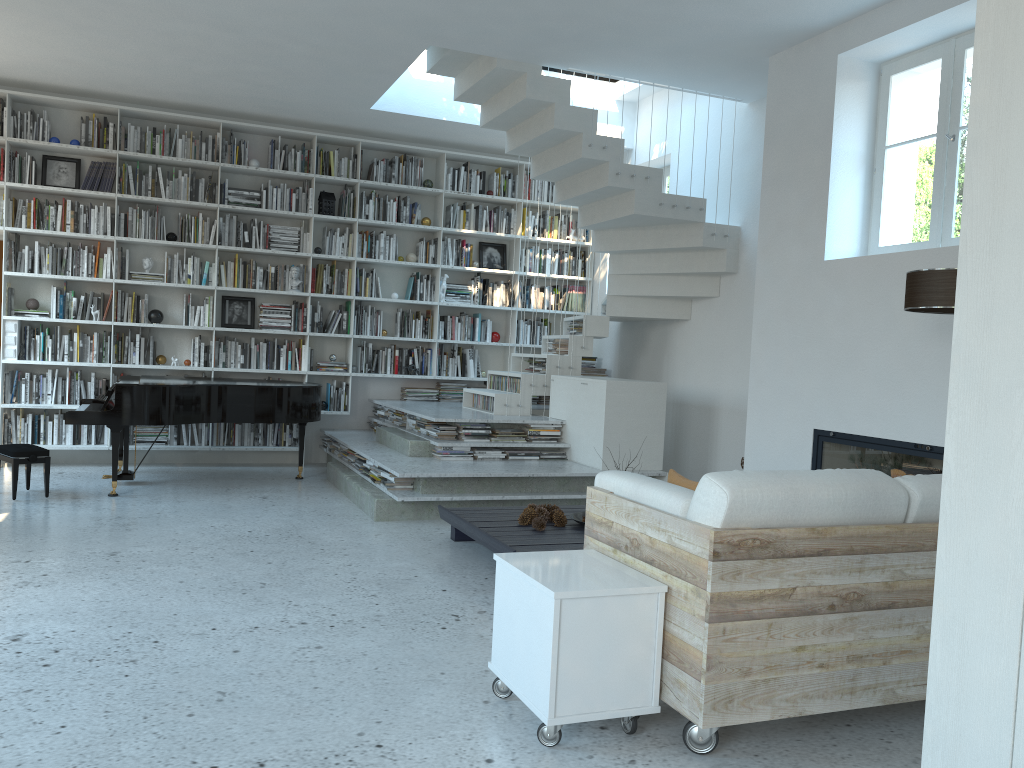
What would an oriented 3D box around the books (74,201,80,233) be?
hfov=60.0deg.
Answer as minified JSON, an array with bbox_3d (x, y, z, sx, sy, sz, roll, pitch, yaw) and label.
[{"bbox_3d":[-3.790,-1.438,7.727,0.025,0.286,0.161,2,3,-22],"label":"books"}]

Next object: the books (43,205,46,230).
[{"bbox_3d":[-4.020,-1.419,7.641,0.012,0.230,0.149,2,3,-22],"label":"books"}]

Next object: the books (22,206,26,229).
[{"bbox_3d":[-4.151,-1.405,7.562,0.026,0.195,0.175,2,3,-22],"label":"books"}]

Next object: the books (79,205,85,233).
[{"bbox_3d":[-3.755,-1.424,7.745,0.029,0.261,0.157,2,3,-22],"label":"books"}]

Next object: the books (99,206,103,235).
[{"bbox_3d":[-3.613,-1.422,7.804,0.024,0.266,0.155,2,3,-22],"label":"books"}]

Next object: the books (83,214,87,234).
[{"bbox_3d":[-3.733,-1.386,7.754,0.022,0.186,0.136,2,3,-22],"label":"books"}]

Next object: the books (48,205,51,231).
[{"bbox_3d":[-3.981,-1.416,7.646,0.011,0.229,0.170,2,3,-22],"label":"books"}]

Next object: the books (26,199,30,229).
[{"bbox_3d":[-4.139,-1.439,7.582,0.010,0.263,0.150,2,3,-22],"label":"books"}]

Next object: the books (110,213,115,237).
[{"bbox_3d":[-3.505,-1.385,7.802,0.039,0.202,0.235,2,3,-22],"label":"books"}]

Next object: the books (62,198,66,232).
[{"bbox_3d":[-3.884,-1.451,7.688,0.014,0.304,0.151,2,3,-22],"label":"books"}]

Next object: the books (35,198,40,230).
[{"bbox_3d":[-4.064,-1.443,7.597,0.011,0.277,0.164,2,3,-22],"label":"books"}]

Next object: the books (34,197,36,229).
[{"bbox_3d":[-4.083,-1.446,7.601,0.020,0.281,0.164,2,3,-22],"label":"books"}]

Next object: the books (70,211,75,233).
[{"bbox_3d":[-3.807,-1.393,7.693,0.029,0.195,0.192,2,3,-22],"label":"books"}]

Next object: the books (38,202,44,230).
[{"bbox_3d":[-4.045,-1.429,7.625,0.047,0.250,0.134,2,3,-22],"label":"books"}]

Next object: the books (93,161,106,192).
[{"bbox_3d":[-3.609,-1.795,7.762,0.097,0.283,0.174,2,3,-22],"label":"books"}]

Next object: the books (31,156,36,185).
[{"bbox_3d":[-4.086,-1.800,7.569,0.012,0.255,0.166,2,3,-22],"label":"books"}]

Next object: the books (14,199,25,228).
[{"bbox_3d":[-4.199,-1.439,7.566,0.062,0.258,0.152,2,3,-22],"label":"books"}]

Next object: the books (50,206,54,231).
[{"bbox_3d":[-3.959,-1.410,7.648,0.031,0.217,0.173,2,3,-22],"label":"books"}]

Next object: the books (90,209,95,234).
[{"bbox_3d":[-3.665,-1.405,7.762,0.030,0.231,0.172,2,3,-22],"label":"books"}]

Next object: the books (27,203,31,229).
[{"bbox_3d":[-4.119,-1.422,7.586,0.030,0.230,0.172,2,3,-22],"label":"books"}]

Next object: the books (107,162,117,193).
[{"bbox_3d":[-3.517,-1.795,7.806,0.078,0.286,0.174,2,3,-22],"label":"books"}]

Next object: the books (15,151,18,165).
[{"bbox_3d":[-4.206,-1.821,7.533,0.006,0.289,0.144,2,3,-22],"label":"books"}]

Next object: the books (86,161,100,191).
[{"bbox_3d":[-3.658,-1.794,7.745,0.110,0.280,0.174,2,3,-22],"label":"books"}]

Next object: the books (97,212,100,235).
[{"bbox_3d":[-3.629,-1.392,7.790,0.013,0.206,0.172,2,3,-22],"label":"books"}]

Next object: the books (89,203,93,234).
[{"bbox_3d":[-3.684,-1.431,7.757,0.012,0.281,0.188,2,3,-22],"label":"books"}]

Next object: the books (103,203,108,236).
[{"bbox_3d":[-3.574,-1.432,7.801,0.022,0.289,0.169,2,3,-22],"label":"books"}]

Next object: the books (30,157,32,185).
[{"bbox_3d":[-4.097,-1.798,7.566,0.011,0.250,0.168,2,3,-22],"label":"books"}]

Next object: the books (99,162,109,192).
[{"bbox_3d":[-3.585,-1.798,7.793,0.078,0.286,0.174,2,3,-22],"label":"books"}]

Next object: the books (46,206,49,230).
[{"bbox_3d":[-3.990,-1.411,7.635,0.014,0.218,0.164,2,3,-22],"label":"books"}]

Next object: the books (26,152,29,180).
[{"bbox_3d":[-4.125,-1.814,7.555,0.005,0.281,0.190,2,3,-22],"label":"books"}]

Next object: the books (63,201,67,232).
[{"bbox_3d":[-3.861,-1.433,7.679,0.023,0.271,0.187,2,3,-22],"label":"books"}]

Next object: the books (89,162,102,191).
[{"bbox_3d":[-3.644,-1.794,7.770,0.110,0.280,0.174,2,3,-22],"label":"books"}]

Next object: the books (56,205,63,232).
[{"bbox_3d":[-3.913,-1.419,7.676,0.047,0.238,0.162,2,3,-22],"label":"books"}]

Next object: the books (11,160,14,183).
[{"bbox_3d":[-4.226,-1.780,7.525,0.015,0.207,0.172,2,3,-22],"label":"books"}]

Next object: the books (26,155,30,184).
[{"bbox_3d":[-4.109,-1.802,7.552,0.023,0.258,0.183,2,3,-22],"label":"books"}]

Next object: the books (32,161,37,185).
[{"bbox_3d":[-4.073,-1.778,7.568,0.012,0.214,0.185,2,3,-22],"label":"books"}]

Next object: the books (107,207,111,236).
[{"bbox_3d":[-3.547,-1.418,7.810,0.035,0.264,0.177,2,3,-22],"label":"books"}]

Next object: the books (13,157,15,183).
[{"bbox_3d":[-4.216,-1.796,7.528,0.005,0.238,0.154,2,3,-22],"label":"books"}]

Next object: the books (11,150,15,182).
[{"bbox_3d":[-4.233,-1.821,7.516,0.006,0.287,0.148,2,3,-22],"label":"books"}]

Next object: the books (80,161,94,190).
[{"bbox_3d":[-3.704,-1.796,7.736,0.110,0.280,0.174,2,3,-22],"label":"books"}]

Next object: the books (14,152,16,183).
[{"bbox_3d":[-4.210,-1.816,7.529,0.005,0.277,0.146,2,3,-22],"label":"books"}]

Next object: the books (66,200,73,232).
[{"bbox_3d":[-3.834,-1.439,7.684,0.030,0.286,0.185,2,3,-22],"label":"books"}]

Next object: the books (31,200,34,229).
[{"bbox_3d":[-4.097,-1.432,7.592,0.014,0.253,0.187,2,3,-22],"label":"books"}]

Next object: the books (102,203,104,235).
[{"bbox_3d":[-3.585,-1.432,7.784,0.012,0.291,0.182,2,3,-22],"label":"books"}]

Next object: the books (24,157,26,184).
[{"bbox_3d":[-4.138,-1.796,7.553,0.019,0.244,0.153,2,3,-22],"label":"books"}]

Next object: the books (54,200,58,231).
[{"bbox_3d":[-3.939,-1.437,7.660,0.014,0.273,0.180,2,3,-22],"label":"books"}]

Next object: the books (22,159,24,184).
[{"bbox_3d":[-4.145,-1.783,7.539,0.018,0.219,0.186,2,3,-22],"label":"books"}]

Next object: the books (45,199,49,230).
[{"bbox_3d":[-4.006,-1.442,7.640,0.012,0.277,0.150,2,3,-22],"label":"books"}]

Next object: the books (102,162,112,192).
[{"bbox_3d":[-3.566,-1.797,7.806,0.078,0.286,0.174,2,3,-22],"label":"books"}]

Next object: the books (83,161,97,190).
[{"bbox_3d":[-3.686,-1.796,7.753,0.110,0.280,0.174,2,3,-22],"label":"books"}]

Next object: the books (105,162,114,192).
[{"bbox_3d":[-3.543,-1.796,7.810,0.078,0.286,0.174,2,3,-22],"label":"books"}]

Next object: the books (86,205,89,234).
[{"bbox_3d":[-3.713,-1.423,7.765,0.035,0.261,0.131,2,3,-22],"label":"books"}]

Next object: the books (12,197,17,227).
[{"bbox_3d":[-4.228,-1.442,7.537,0.012,0.263,0.180,2,3,-22],"label":"books"}]

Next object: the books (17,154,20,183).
[{"bbox_3d":[-4.183,-1.806,7.530,0.009,0.260,0.183,2,3,-22],"label":"books"}]

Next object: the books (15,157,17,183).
[{"bbox_3d":[-4.195,-1.790,7.523,0.009,0.229,0.184,2,3,-22],"label":"books"}]

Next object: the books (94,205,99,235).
[{"bbox_3d":[-3.639,-1.421,7.770,0.022,0.263,0.174,2,3,-22],"label":"books"}]

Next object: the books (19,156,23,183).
[{"bbox_3d":[-4.164,-1.798,7.525,0.004,0.246,0.188,2,3,-22],"label":"books"}]

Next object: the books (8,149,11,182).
[{"bbox_3d":[-4.242,-1.824,7.501,0.005,0.293,0.184,2,3,-22],"label":"books"}]

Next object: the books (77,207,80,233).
[{"bbox_3d":[-3.770,-1.410,7.725,0.013,0.232,0.171,2,3,-22],"label":"books"}]

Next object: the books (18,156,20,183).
[{"bbox_3d":[-4.178,-1.801,7.542,0.010,0.249,0.166,2,3,-22],"label":"books"}]
